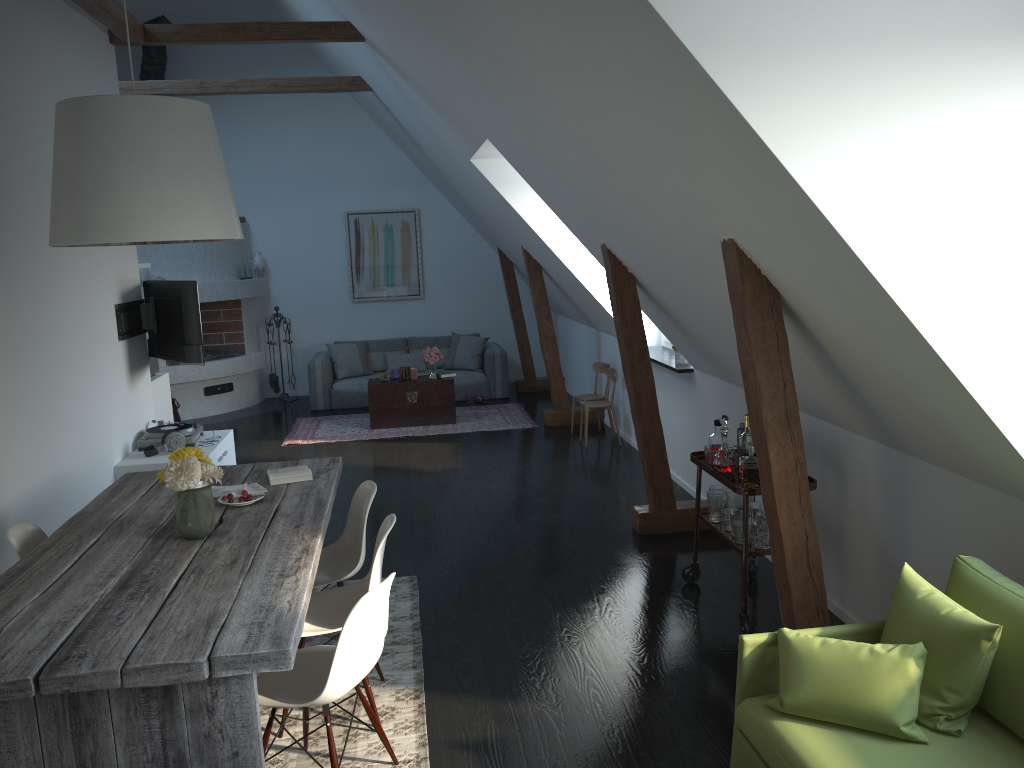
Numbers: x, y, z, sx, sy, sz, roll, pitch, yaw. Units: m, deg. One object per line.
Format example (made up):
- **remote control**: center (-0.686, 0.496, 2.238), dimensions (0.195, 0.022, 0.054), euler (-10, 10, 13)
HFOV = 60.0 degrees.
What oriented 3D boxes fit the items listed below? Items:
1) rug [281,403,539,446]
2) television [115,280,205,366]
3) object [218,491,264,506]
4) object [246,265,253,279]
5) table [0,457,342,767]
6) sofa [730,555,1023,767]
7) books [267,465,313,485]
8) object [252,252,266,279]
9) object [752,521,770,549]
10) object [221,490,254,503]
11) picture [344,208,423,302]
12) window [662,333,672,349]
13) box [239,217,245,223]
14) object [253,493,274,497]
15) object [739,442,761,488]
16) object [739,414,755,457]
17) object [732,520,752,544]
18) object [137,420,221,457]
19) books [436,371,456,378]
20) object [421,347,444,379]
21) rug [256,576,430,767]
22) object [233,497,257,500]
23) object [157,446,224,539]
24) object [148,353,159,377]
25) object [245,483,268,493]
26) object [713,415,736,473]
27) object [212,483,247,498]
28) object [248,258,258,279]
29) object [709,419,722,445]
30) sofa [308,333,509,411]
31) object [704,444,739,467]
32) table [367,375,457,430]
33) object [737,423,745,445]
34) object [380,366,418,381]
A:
- **rug**: center (-1.110, 0.421, 9.725), dimensions (2.647, 0.029, 1.512), euler (-4, 9, -7)
- **television**: center (-2.817, -0.442, 6.720), dimensions (0.537, 0.652, 1.005), euler (-10, 12, -41)
- **object**: center (-1.227, 0.524, 4.025), dimensions (0.205, 0.024, 0.205), euler (-5, 9, -15)
- **object**: center (-3.322, -1.414, 11.182), dimensions (0.092, 0.180, 0.092), euler (0, 9, 16)
- **table**: center (-1.321, 0.992, 3.660), dimensions (1.141, 0.788, 2.421), euler (-4, 9, -7)
- **sofa**: center (1.297, 1.125, 1.951), dimensions (0.898, 0.825, 2.093), euler (-4, 9, -8)
- **books**: center (-1.116, 0.445, 4.441), dimensions (0.202, 0.042, 0.251), euler (-6, 9, -19)
- **object**: center (-3.283, -1.526, 11.502), dimensions (0.165, 0.368, 0.165), euler (-9, 11, -34)
- **object**: center (1.194, 0.721, 4.227), dimensions (0.095, 0.119, 0.095), euler (6, 13, 44)
- **object**: center (-1.239, 0.514, 4.012), dimensions (0.132, 0.034, 0.144), euler (-9, 11, -35)
- **picture**: center (-1.698, -1.714, 11.787), dimensions (0.965, 1.185, 0.025), euler (-4, 9, -7)
- **window**: center (-1.341, -1.873, 4.634), dimensions (5.959, 4.249, 8.018), euler (-4, 9, -7)
- **box**: center (-3.562, -2.107, 11.413), dimensions (0.229, 0.078, 0.127), euler (-4, 9, -7)
- **object**: center (-1.174, 0.509, 4.036), dimensions (0.194, 0.022, 0.019), euler (-1, 9, 8)
- **object**: center (1.116, 0.379, 4.139), dimensions (0.101, 0.211, 0.101), euler (-1, 9, 8)
- **object**: center (1.155, 0.299, 4.351), dimensions (0.081, 0.307, 0.081), euler (-3, 9, -1)
- **object**: center (1.118, 0.722, 4.307), dimensions (0.092, 0.099, 0.092), euler (-8, 10, -29)
- **object**: center (-2.494, 0.382, 6.643), dimensions (0.558, 0.162, 0.742), euler (-4, 9, -10)
- **books**: center (-0.748, -0.106, 9.762), dimensions (0.179, 0.034, 0.243), euler (-7, 10, -29)
- **object**: center (-0.870, -0.241, 9.639), dimensions (0.235, 0.351, 0.234), euler (6, 12, 42)
- **rug**: center (-1.319, 1.371, 3.737), dimensions (1.898, 0.022, 2.677), euler (-4, 9, -7)
- **object**: center (-1.211, 0.519, 4.028), dimensions (0.110, 0.011, 0.058), euler (-3, 9, -3)
- **object**: center (-1.275, 0.429, 3.530), dimensions (0.233, 0.365, 0.293), euler (-9, 11, -36)
- **object**: center (-3.194, -0.137, 7.298), dimensions (0.435, 0.211, 0.496), euler (-4, 9, -7)
- **object**: center (-1.269, 0.502, 4.200), dimensions (0.182, 0.014, 0.185), euler (-8, 11, -32)
- **object**: center (1.060, 0.298, 4.424), dimensions (0.114, 0.292, 0.114), euler (-9, 11, -34)
- **object**: center (-1.354, 0.504, 4.206), dimensions (0.182, 0.016, 0.179), euler (-5, 9, -12)
- **object**: center (-3.300, -1.475, 11.323), dimensions (0.081, 0.258, 0.150), euler (2, 10, 26)
- **object**: center (1.097, 0.291, 4.723), dimensions (0.087, 0.206, 0.087), euler (0, 9, 18)
- **sofa**: center (-1.316, -0.202, 11.332), dimensions (2.458, 0.770, 1.107), euler (-4, 9, -7)
- **object**: center (1.114, 0.371, 4.577), dimensions (0.245, 0.092, 0.151), euler (1, 10, 22)
- **table**: center (-1.089, 0.186, 9.670), dimensions (0.962, 0.492, 0.471), euler (-4, 9, -7)
- **object**: center (1.232, 0.299, 4.729), dimensions (0.052, 0.182, 0.135), euler (3, 10, 30)
- **object**: center (-1.221, -0.117, 9.645), dimensions (0.413, 0.138, 0.215), euler (-2, 9, 4)
